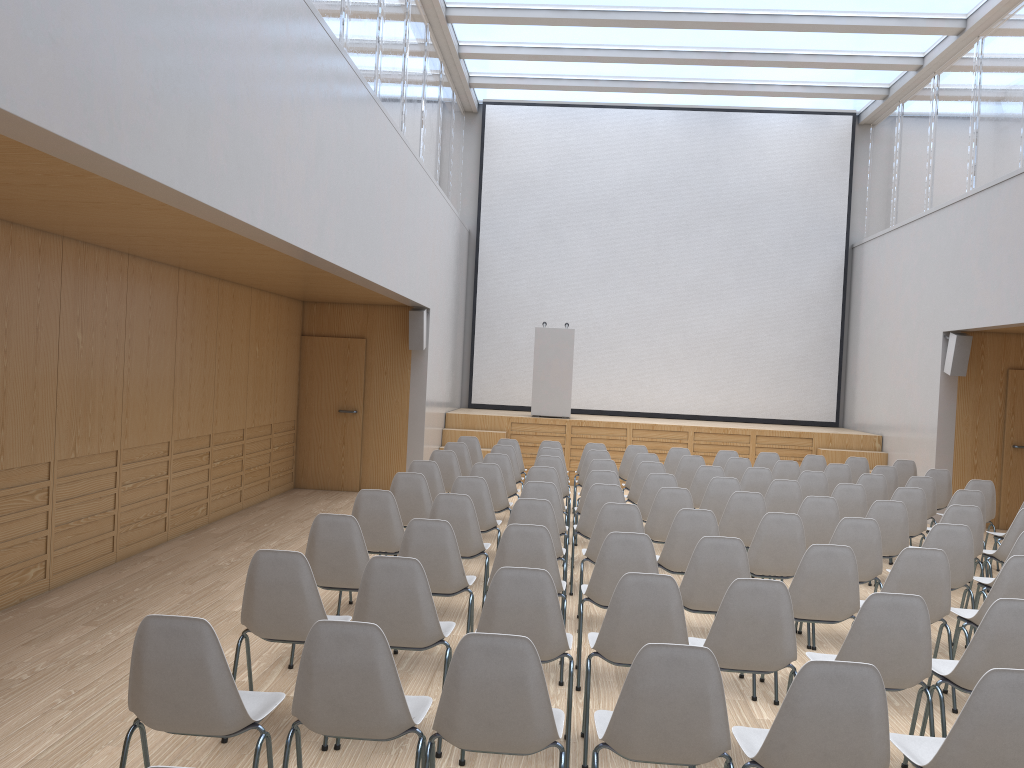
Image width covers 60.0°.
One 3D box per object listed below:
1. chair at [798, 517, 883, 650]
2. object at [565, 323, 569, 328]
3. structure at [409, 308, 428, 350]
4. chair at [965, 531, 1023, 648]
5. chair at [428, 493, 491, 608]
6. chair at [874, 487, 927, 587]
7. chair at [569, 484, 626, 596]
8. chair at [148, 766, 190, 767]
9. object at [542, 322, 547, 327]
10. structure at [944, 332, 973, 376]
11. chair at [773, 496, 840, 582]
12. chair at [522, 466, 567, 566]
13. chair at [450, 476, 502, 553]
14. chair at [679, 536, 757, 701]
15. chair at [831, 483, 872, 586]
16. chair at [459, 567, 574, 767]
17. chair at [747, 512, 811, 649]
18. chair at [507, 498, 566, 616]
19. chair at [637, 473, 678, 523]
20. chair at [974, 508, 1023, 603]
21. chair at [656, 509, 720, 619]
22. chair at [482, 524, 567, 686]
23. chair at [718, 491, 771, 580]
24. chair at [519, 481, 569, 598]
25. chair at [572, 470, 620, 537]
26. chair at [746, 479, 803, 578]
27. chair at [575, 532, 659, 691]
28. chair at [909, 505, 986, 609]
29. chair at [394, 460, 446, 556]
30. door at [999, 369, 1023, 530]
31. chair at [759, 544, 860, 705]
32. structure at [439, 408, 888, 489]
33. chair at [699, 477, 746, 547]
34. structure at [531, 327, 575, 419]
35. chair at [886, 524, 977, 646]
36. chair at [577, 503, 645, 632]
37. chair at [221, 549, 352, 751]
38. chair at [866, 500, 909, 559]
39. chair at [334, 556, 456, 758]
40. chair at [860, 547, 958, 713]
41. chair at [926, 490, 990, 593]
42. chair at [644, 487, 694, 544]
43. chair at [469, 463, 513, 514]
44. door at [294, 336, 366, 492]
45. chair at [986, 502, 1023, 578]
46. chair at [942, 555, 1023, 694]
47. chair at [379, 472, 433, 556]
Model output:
[{"bbox_3d":[2.207,1.285,5.902,0.479,0.876,0.505,3,1,4],"label":"chair"},{"bbox_3d":[0.861,-0.803,13.759,0.166,0.305,0.252,2,1,-25],"label":"object"},{"bbox_3d":[-1.218,-0.709,11.490,0.196,0.542,0.368,3,1,4],"label":"structure"},{"bbox_3d":[3.275,1.340,5.752,0.479,0.876,0.505,3,1,4],"label":"chair"},{"bbox_3d":[-0.389,1.155,6.085,0.479,0.876,0.505,3,1,4],"label":"chair"},{"bbox_3d":[3.389,1.314,7.811,0.479,0.876,0.505,3,1,4],"label":"chair"},{"bbox_3d":[0.713,1.195,6.999,0.479,0.876,0.505,3,1,4],"label":"chair"},{"bbox_3d":[-0.642,1.204,2.035,0.479,0.876,0.505,3,1,4],"label":"chair"},{"bbox_3d":[0.514,-0.820,13.781,0.166,0.305,0.252,2,1,-25],"label":"object"},{"bbox_3d":[5.553,-0.370,11.060,0.196,0.542,0.368,3,1,4],"label":"structure"},{"bbox_3d":[2.307,1.275,6.897,0.479,0.876,0.505,3,1,4],"label":"chair"},{"bbox_3d":[0.267,1.158,8.029,0.479,0.876,0.505,3,1,4],"label":"chair"},{"bbox_3d":[-0.322,1.143,7.064,0.479,0.876,0.505,3,1,4],"label":"chair"},{"bbox_3d":[1.110,1.245,4.970,0.479,0.876,0.505,3,1,4],"label":"chair"},{"bbox_3d":[2.898,1.289,7.862,0.479,0.876,0.505,3,1,4],"label":"chair"},{"bbox_3d":[0.044,1.208,3.995,0.479,0.876,0.505,3,1,4],"label":"chair"},{"bbox_3d":[1.733,1.261,5.950,0.479,0.876,0.505,3,1,4],"label":"chair"},{"bbox_3d":[0.135,1.181,6.033,0.479,0.876,0.505,3,1,4],"label":"chair"},{"bbox_3d":[1.294,1.209,7.944,0.479,0.876,0.505,3,1,4],"label":"chair"},{"bbox_3d":[3.873,1.353,6.816,0.479,0.876,0.505,3,1,4],"label":"chair"},{"bbox_3d":[1.174,1.234,5.927,0.479,0.876,0.505,3,1,4],"label":"chair"},{"bbox_3d":[0.078,1.193,5.053,0.479,0.876,0.505,3,1,4],"label":"chair"},{"bbox_3d":[1.774,1.248,6.949,0.479,0.876,0.505,3,1,4],"label":"chair"},{"bbox_3d":[0.211,1.171,6.949,0.479,0.876,0.505,3,1,4],"label":"chair"},{"bbox_3d":[0.788,1.184,7.955,0.479,0.876,0.505,3,1,4],"label":"chair"},{"bbox_3d":[2.362,1.262,7.924,0.479,0.876,0.505,3,1,4],"label":"chair"},{"bbox_3d":[0.616,1.221,4.960,0.479,0.876,0.505,3,1,4],"label":"chair"},{"bbox_3d":[3.332,1.327,6.792,0.479,0.876,0.505,3,1,4],"label":"chair"},{"bbox_3d":[-0.777,1.106,8.055,0.479,0.876,0.505,3,1,4],"label":"chair"},{"bbox_3d":[6.643,0.849,11.129,0.873,2.024,0.108,3,1,4],"label":"door"},{"bbox_3d":[1.664,1.274,4.894,0.479,0.876,0.505,3,1,4],"label":"chair"},{"bbox_3d":[2.261,1.111,13.983,6.551,1.027,2.728,3,1,4],"label":"structure"},{"bbox_3d":[1.830,1.237,7.889,0.479,0.876,0.505,3,1,4],"label":"chair"},{"bbox_3d":[0.643,-0.171,13.847,0.605,1.379,0.605,3,1,4],"label":"structure"},{"bbox_3d":[2.758,1.313,5.826,0.479,0.876,0.505,3,1,4],"label":"chair"},{"bbox_3d":[0.703,1.209,6.025,0.479,0.876,0.505,3,1,4],"label":"chair"},{"bbox_3d":[-1.012,1.154,4.103,0.479,0.876,0.505,3,1,4],"label":"chair"},{"bbox_3d":[2.800,1.300,6.846,0.479,0.876,0.505,3,1,4],"label":"chair"},{"bbox_3d":[-0.511,1.179,4.089,0.479,0.876,0.505,3,1,4],"label":"chair"},{"bbox_3d":[2.168,1.298,4.930,0.479,0.876,0.505,3,1,4],"label":"chair"},{"bbox_3d":[3.901,1.339,7.826,0.479,0.876,0.505,3,1,4],"label":"chair"},{"bbox_3d":[1.230,1.221,6.994,0.479,0.876,0.505,3,1,4],"label":"chair"},{"bbox_3d":[-0.230,1.133,8.079,0.479,0.876,0.505,3,1,4],"label":"chair"},{"bbox_3d":[-2.414,0.396,11.704,0.873,2.024,0.108,3,1,4],"label":"door"},{"bbox_3d":[4.453,1.368,7.722,0.479,0.876,0.505,3,1,4],"label":"chair"},{"bbox_3d":[2.687,1.325,4.850,0.479,0.876,0.505,3,1,4],"label":"chair"},{"bbox_3d":[-0.796,1.119,7.123,0.479,0.876,0.505,3,1,4],"label":"chair"}]
